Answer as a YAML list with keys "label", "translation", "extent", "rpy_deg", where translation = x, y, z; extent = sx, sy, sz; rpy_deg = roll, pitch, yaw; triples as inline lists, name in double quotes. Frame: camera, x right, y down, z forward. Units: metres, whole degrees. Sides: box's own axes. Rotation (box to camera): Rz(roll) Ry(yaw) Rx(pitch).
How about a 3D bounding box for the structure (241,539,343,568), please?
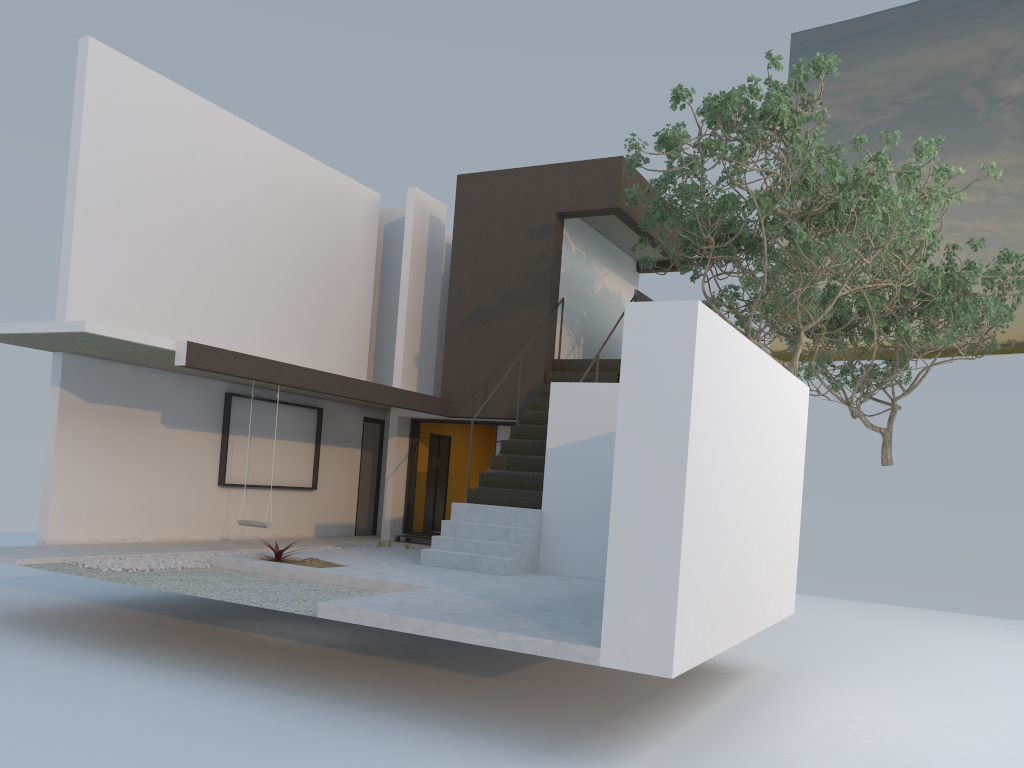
- label: "structure"
  translation: [-2.367, 1.867, 9.618]
  extent: [1.201, 0.291, 0.751]
  rpy_deg: [1, -7, 28]

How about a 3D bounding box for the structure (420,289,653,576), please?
- label: "structure"
  translation: [1.103, 0.576, 12.901]
  extent: [1.156, 3.935, 6.590]
  rpy_deg: [3, -5, 28]

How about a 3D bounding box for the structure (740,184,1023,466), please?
- label: "structure"
  translation: [7.101, -0.800, 16.730]
  extent: [5.504, 4.691, 7.341]
  rpy_deg: [4, -5, 8]

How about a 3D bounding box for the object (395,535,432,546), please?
- label: "object"
  translation: [-1.504, 2.529, 14.284]
  extent: [0.702, 0.100, 0.352]
  rpy_deg: [1, -7, 28]

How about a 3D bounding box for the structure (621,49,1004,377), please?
- label: "structure"
  translation: [3.526, -1.563, 11.170]
  extent: [4.331, 3.691, 5.776]
  rpy_deg: [4, -5, 8]

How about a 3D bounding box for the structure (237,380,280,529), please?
- label: "structure"
  translation: [-3.057, 0.807, 10.748]
  extent: [0.461, 1.863, 0.129]
  rpy_deg: [3, -1, 28]
